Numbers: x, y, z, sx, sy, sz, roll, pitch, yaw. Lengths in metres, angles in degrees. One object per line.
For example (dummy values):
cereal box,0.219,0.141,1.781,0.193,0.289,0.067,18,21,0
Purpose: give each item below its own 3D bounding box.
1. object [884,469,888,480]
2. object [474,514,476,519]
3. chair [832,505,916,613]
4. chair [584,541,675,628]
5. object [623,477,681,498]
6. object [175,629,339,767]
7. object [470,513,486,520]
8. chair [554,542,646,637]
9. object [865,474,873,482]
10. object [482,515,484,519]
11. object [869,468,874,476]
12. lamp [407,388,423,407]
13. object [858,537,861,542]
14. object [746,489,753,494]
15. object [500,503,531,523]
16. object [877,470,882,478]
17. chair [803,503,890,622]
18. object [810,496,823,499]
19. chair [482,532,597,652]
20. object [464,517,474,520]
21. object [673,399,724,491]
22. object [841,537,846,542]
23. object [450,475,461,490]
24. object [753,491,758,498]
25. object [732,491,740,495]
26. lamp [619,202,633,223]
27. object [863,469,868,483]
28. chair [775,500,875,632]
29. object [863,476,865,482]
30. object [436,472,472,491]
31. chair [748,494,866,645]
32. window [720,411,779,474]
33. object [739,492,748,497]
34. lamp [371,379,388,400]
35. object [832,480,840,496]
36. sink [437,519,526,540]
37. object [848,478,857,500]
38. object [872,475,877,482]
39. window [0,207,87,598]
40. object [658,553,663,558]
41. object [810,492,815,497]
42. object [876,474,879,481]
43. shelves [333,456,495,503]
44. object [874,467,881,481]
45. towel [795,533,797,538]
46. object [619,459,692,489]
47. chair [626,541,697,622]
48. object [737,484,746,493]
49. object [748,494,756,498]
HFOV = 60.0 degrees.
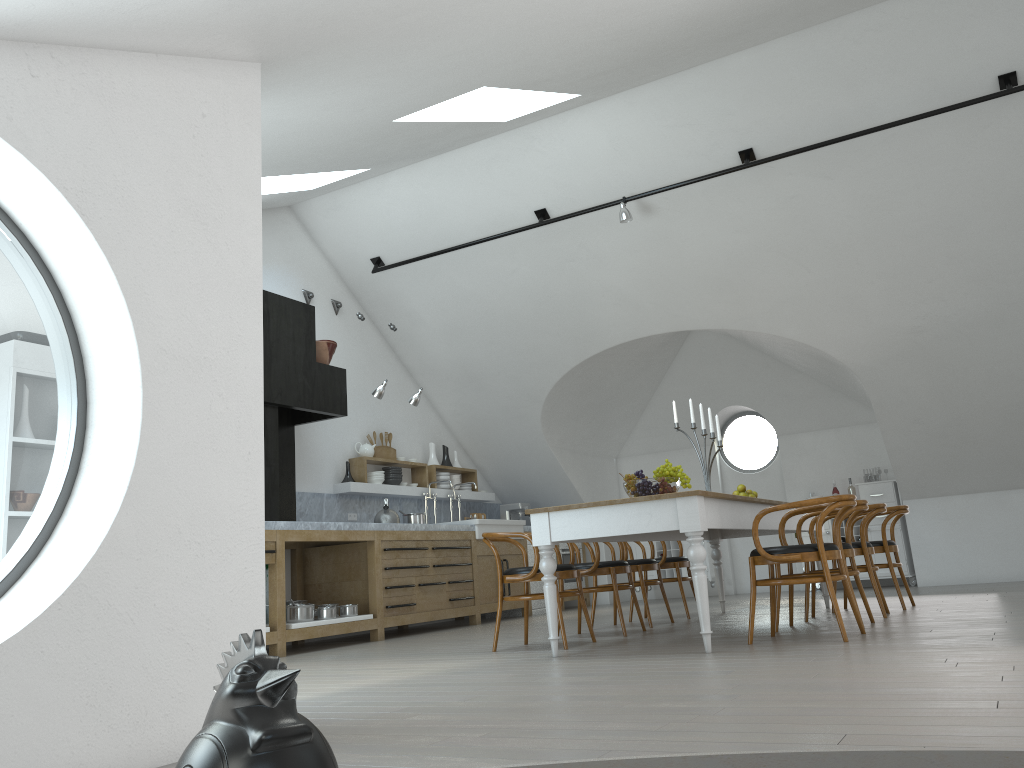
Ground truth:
object,4.282,1.045,10.128,0.046,0.144,0.046,-15,-17,38
object,-0.427,1.615,10.331,0.040,0.194,0.042,2,-15,-24
chair,2.697,1.306,6.626,0.619,0.740,0.525,-12,-15,30
chair,0.848,1.499,6.861,0.619,0.740,0.525,-12,-15,31
object,0.879,0.682,5.529,0.360,0.161,0.358,-6,-12,9
object,-0.481,0.752,1.660,0.320,0.566,0.318,-5,-13,1
object,-0.395,1.643,10.509,0.103,0.224,0.199,-12,-15,28
chair,0.543,1.383,6.211,0.620,0.740,0.525,-10,-14,25
object,4.076,1.079,10.111,0.082,0.106,0.081,1,-14,-23
object,-0.344,1.649,10.519,0.040,0.194,0.042,-2,-14,-11
object,4.189,1.072,10.295,0.054,0.180,0.054,-10,-15,22
lamp,-0.929,0.133,8.586,0.168,0.177,0.112,-9,-14,20
object,3.994,1.775,10.103,0.081,0.081,0.357,-11,-14,26
object,1.889,0.868,7.059,0.057,0.057,0.053,-16,-17,42
object,0.101,1.616,10.764,0.385,0.322,0.323,-11,-14,28
object,4.209,1.051,10.130,0.046,0.144,0.046,-15,-17,38
chair,2.283,1.212,6.040,0.620,0.740,0.525,-10,-14,23
object,3.592,1.402,10.419,0.157,0.161,0.153,4,-15,-32
chair,0.135,1.288,5.619,0.620,0.740,0.525,-11,-15,28
object,-0.493,1.634,10.308,0.100,0.172,0.172,-12,-15,29
object,1.374,0.467,6.424,0.265,0.881,0.770,-5,-13,3
object,3.846,1.802,10.190,0.155,0.086,0.330,-11,-14,29
object,-0.664,1.135,10.204,0.157,0.161,0.153,4,-15,-32
object,1.935,0.888,7.089,0.063,0.064,0.062,-2,-13,-9
object,1.791,0.887,7.071,0.066,0.071,0.072,-4,-13,-2
lamp,0.968,-1.468,7.573,0.112,0.176,0.114,-2,-13,-8
object,4.079,1.065,10.198,0.048,0.170,0.047,3,-15,-28
chair,1.912,1.109,5.426,0.620,0.740,0.525,-11,-15,28
object,4.122,1.112,10.252,0.094,0.094,0.093,3,-15,-28
object,-0.685,1.142,10.214,0.197,0.197,0.654,-11,-14,27
chair,1.591,0.997,4.786,0.619,0.740,0.525,-12,-15,31
window,3.073,0.756,11.448,0.897,0.906,0.060,-11,-15,28
object,1.830,0.888,7.007,0.071,0.064,0.072,-9,-14,21
lamp,-1.216,0.054,8.093,0.115,0.179,0.164,8,-18,-42
object,3.787,1.287,10.360,0.081,0.332,0.081,-10,-15,24
sink,-0.399,1.586,9.476,0.725,0.203,1.016,-11,-14,28
object,3.940,1.255,10.272,0.085,0.333,0.084,-1,-14,-12
object,4.143,1.096,10.164,0.077,0.086,0.077,-14,-16,35
window,-1.750,0.000,2.204,0.104,1.480,1.464,-12,-15,28
object,1.881,2.141,10.974,0.081,0.085,0.316,-12,-14,29
object,3.612,1.407,10.667,0.115,0.210,0.065,-12,-15,30
object,4.205,1.096,10.219,0.071,0.099,0.071,-14,-16,36
shelves,-1.586,0.354,8.583,0.479,1.371,5.523,-10,-13,22
object,4.251,1.060,10.283,0.063,0.188,0.062,-8,-14,14
towel,3.401,1.734,10.579,0.049,0.205,0.149,-12,-15,28
object,0.890,0.615,5.520,0.394,0.286,0.290,-3,-13,-7
chair,1.211,1.602,7.474,0.620,0.740,0.525,-10,-14,24
object,1.837,0.838,7.086,0.072,0.075,0.072,-11,-15,28
object,1.892,0.905,7.016,0.071,0.073,0.070,-3,-13,-7
